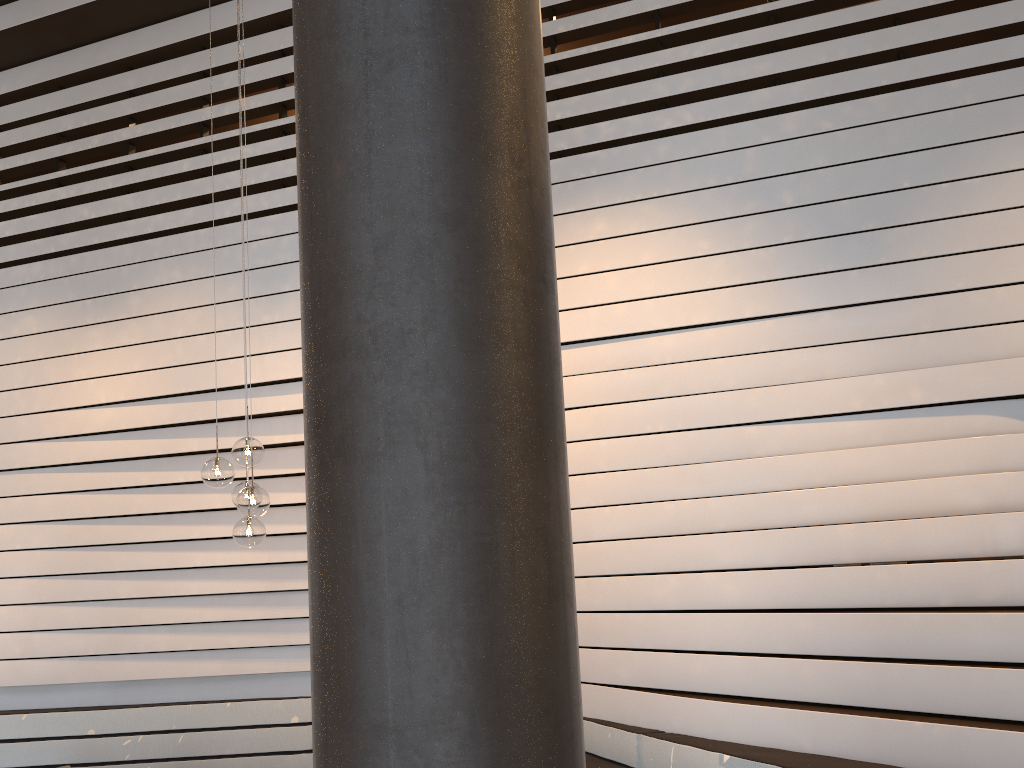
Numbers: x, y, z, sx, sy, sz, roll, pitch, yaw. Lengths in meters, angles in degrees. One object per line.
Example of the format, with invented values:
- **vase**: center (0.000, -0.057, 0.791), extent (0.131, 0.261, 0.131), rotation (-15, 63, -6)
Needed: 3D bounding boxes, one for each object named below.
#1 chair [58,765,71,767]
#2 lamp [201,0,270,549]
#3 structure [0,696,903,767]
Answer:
- **chair**: center (-2.064, 2.374, 4.563), extent (0.708, 0.756, 0.669), rotation (2, -10, -28)
- **lamp**: center (-1.575, -1.437, 4.876), extent (0.332, 4.654, 0.540), rotation (-1, -7, -21)
- **structure**: center (-4.687, 2.560, 5.178), extent (18.288, 0.915, 5.839), rotation (-6, -12, 14)
